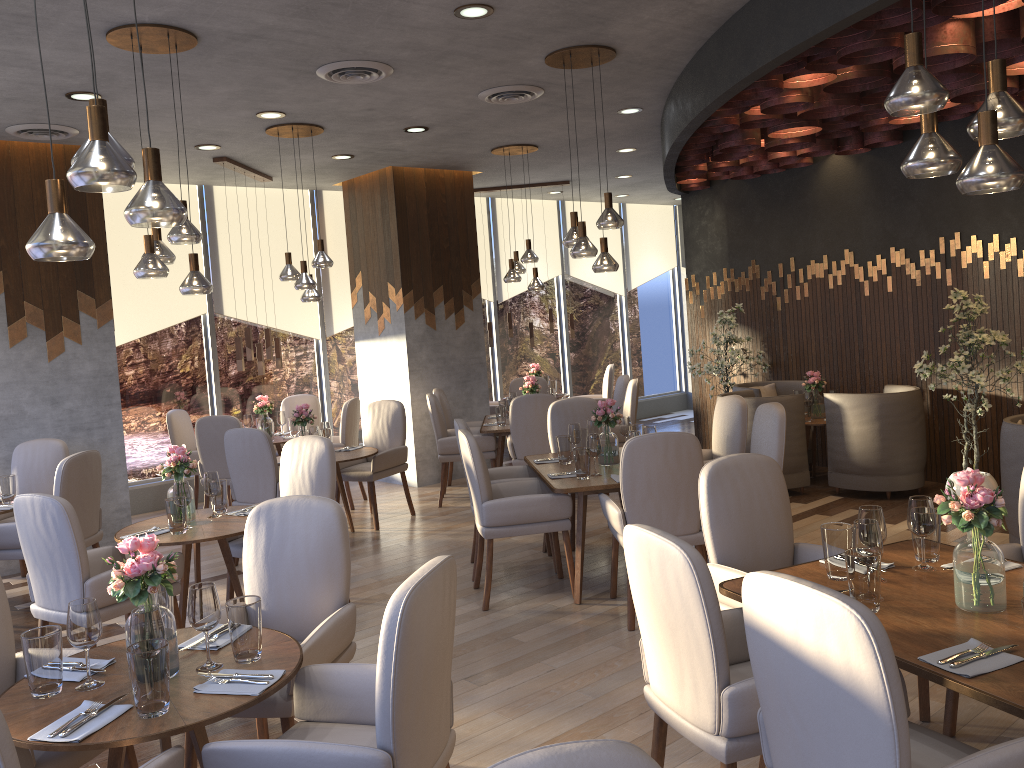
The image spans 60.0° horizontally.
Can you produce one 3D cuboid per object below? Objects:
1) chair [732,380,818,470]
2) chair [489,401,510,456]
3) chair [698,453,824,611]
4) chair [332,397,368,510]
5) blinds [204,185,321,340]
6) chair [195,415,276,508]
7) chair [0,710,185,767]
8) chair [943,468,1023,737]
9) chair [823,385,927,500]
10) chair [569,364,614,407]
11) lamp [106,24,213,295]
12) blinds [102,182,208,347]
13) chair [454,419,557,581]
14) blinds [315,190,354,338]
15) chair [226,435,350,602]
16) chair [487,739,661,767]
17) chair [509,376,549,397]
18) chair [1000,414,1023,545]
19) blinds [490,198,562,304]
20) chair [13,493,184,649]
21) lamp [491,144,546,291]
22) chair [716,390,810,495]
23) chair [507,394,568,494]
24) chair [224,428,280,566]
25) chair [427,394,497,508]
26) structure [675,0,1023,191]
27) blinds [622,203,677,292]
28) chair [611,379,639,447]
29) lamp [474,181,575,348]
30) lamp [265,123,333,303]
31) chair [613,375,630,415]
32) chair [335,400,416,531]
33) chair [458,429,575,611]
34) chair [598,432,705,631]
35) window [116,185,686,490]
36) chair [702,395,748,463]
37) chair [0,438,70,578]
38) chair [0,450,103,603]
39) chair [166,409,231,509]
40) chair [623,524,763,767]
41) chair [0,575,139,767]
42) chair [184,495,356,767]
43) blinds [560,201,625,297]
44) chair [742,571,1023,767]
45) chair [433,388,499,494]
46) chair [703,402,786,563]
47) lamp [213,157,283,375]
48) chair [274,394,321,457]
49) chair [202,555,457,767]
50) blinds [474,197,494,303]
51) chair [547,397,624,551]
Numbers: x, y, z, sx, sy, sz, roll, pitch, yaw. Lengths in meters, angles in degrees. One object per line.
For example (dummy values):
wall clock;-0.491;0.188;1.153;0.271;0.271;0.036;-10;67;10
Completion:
chair;2.408;0.415;8.368;0.775;0.836;0.595;-6;3;-30
chair;-0.322;0.365;10.706;0.599;0.999;0.529;-4;3;2
chair;1.062;0.794;3.381;0.529;0.999;0.600;-6;3;-26
chair;-1.696;0.642;8.254;0.599;0.999;0.529;-4;3;6
blinds;-2.667;-1.758;9.411;1.175;2.677;0.007;-6;3;-40
chair;-2.394;0.734;7.689;0.528;0.999;0.601;-4;3;10
chair;-1.122;1.052;2.023;0.528;0.999;0.601;-4;3;12
chair;1.887;0.752;3.131;0.600;0.999;0.528;-6;3;-28
chair;2.990;0.463;7.117;0.775;0.836;0.595;-6;3;-25
chair;0.958;0.277;10.621;0.599;0.999;0.529;-4;3;3
lamp;-1.808;-1.125;4.601;0.440;1.324;0.439;-6;3;-38
blinds;-3.615;-1.638;8.607;1.175;2.677;0.007;-6;3;-40
chair;-0.042;0.702;5.757;0.600;0.999;0.529;-4;3;-4
blinds;-1.720;-1.903;10.215;1.175;2.677;0.007;-6;3;-40
chair;-1.329;0.839;5.171;0.528;0.999;0.601;-3;3;31
chair;0.188;1.029;1.018;0.529;0.999;0.600;-5;3;-26
chair;0.215;0.437;9.164;0.528;0.999;0.600;-4;3;-2
chair;3.072;0.615;4.936;0.595;0.836;0.775;-4;3;0
blinds;0.169;-2.430;11.823;1.175;2.677;0.007;-6;3;-40
chair;-1.942;0.955;4.188;0.528;0.999;0.601;-3;3;30
lamp;0.073;-1.529;8.293;0.439;1.324;0.440;-2;3;35
chair;2.052;0.503;7.511;0.596;0.836;0.775;-5;3;-20
chair;0.227;0.556;7.511;0.528;0.999;0.601;-4;3;3
chair;-1.718;0.775;6.445;0.528;0.999;0.601;-3;3;26
chair;-0.441;0.564;8.067;0.600;0.999;0.529;-4;3;-2
structure;2.737;-2.005;4.802;2.756;0.556;9.465;-5;4;-10
blinds;2.061;-2.751;13.430;1.175;2.677;0.007;-6;3;-40
chair;0.881;0.469;8.046;0.599;0.999;0.529;-4;3;3
lamp;0.176;-1.401;10.586;1.161;1.929;0.118;-4;2;5
lamp;-1.630;-1.302;6.871;0.440;1.324;0.439;-6;3;-33
chair;0.869;0.429;8.615;0.600;0.999;0.529;-4;3;-4
chair;-1.182;0.661;7.472;0.528;0.999;0.601;-3;3;27
chair;0.020;0.738;5.195;0.600;0.999;0.529;-5;3;-9
chair;0.764;0.718;4.728;0.528;0.999;0.600;-4;3;-4
window;-2.020;-0.546;6.312;8.058;3.194;16.152;-4;4;5
chair;1.262;0.596;5.905;0.600;0.999;0.529;-5;3;-11
chair;-3.398;0.916;6.188;0.528;0.999;0.601;-4;3;4
chair;-2.871;0.928;5.500;0.599;0.999;0.529;-4;3;7
chair;-2.884;0.720;8.373;0.599;0.999;0.529;-4;3;3
chair;0.684;0.877;2.610;0.600;0.999;0.528;-5;3;-21
chair;-1.540;1.031;2.733;0.599;0.999;0.529;-3;3;16
chair;-0.848;0.950;3.149;0.528;0.999;0.601;-4;3;13
blinds;1.117;-2.557;12.628;1.175;2.677;0.007;-6;3;-40
chair;0.906;0.899;2.090;0.600;0.999;0.528;-6;3;-26
chair;-0.432;0.523;8.632;0.599;0.999;0.529;-4;3;3
chair;1.345;0.631;5.342;0.600;0.999;0.529;-4;3;-4
lamp;-2.415;-1.044;8.279;0.118;1.929;1.163;-4;3;5
chair;-2.197;0.628;8.963;0.528;0.999;0.601;-4;3;7
chair;-0.434;0.975;2.388;0.599;0.999;0.529;-3;3;16
blinds;-0.782;-2.325;11.018;1.175;2.677;0.007;-6;3;-40
chair;0.536;0.615;6.381;0.528;0.999;0.600;-5;3;-9
